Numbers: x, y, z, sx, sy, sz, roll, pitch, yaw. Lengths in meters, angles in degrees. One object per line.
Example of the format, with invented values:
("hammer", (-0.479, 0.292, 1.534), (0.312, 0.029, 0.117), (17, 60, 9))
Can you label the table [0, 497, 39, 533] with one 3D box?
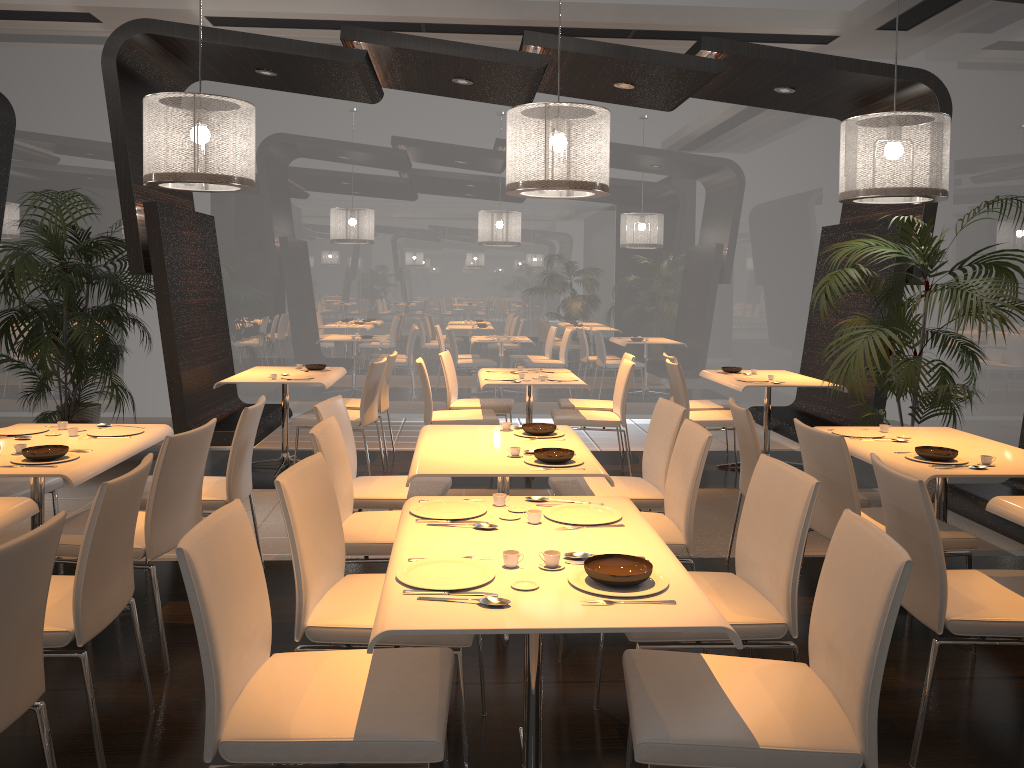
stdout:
("table", (-1.912, 0.795, 2.315), (0.800, 0.723, 1.153), (0, 5, -4))

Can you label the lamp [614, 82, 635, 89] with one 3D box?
("lamp", (0.873, -2.335, 6.880), (0.161, 0.055, 0.162), (0, 6, -9))

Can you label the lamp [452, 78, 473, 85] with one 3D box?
("lamp", (-0.380, -2.343, 6.803), (0.161, 0.055, 0.162), (0, 6, -9))

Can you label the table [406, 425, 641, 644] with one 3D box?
("table", (0.085, 0.636, 3.936), (1.053, 0.723, 1.153), (0, 5, -4))

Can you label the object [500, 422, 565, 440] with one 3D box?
("object", (0.098, 0.217, 4.243), (0.303, 0.044, 0.367), (0, 6, -5))

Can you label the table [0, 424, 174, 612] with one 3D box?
("table", (-2.040, 0.624, 3.802), (0.800, 0.723, 1.153), (0, 5, -4))

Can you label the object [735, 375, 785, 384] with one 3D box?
("object", (1.890, -0.037, 6.709), (0.335, 0.038, 0.379), (0, 7, -10))

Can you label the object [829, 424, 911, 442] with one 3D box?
("object", (1.752, 0.235, 4.299), (0.335, 0.038, 0.379), (0, 7, -10))

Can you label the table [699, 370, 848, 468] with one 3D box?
("table", (2.033, 0.307, 7.048), (0.800, 0.723, 1.153), (0, 5, -4))

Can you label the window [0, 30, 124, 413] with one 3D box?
("window", (-7.064, -1.647, 8.691), (6.578, 3.969, 0.070), (0, 2, -4))

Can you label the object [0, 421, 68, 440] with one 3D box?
("object", (-2.233, 0.210, 4.066), (0.335, 0.038, 0.379), (0, 7, -10))

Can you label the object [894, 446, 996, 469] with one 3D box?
("object", (1.819, 0.301, 3.700), (0.303, 0.044, 0.367), (0, 6, -5))

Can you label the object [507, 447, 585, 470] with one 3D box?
("object", (0.138, 0.291, 3.595), (0.303, 0.044, 0.367), (0, 6, -5))

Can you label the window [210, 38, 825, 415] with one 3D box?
("window", (0.122, -1.603, 9.131), (6.578, 3.969, 0.070), (0, 2, -4))

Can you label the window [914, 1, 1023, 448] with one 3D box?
("window", (4.199, -1.137, 5.505), (0.070, 3.962, 6.615), (1, 5, -4))

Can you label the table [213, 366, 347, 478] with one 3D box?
("table", (-1.752, 0.282, 6.834), (0.800, 0.723, 1.153), (0, 5, -4))

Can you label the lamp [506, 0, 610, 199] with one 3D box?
("lamp", (0.288, -2.116, 5.345), (0.627, 1.924, 0.628), (2, 3, 24))

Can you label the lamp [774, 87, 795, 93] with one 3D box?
("lamp", (2.146, -2.327, 6.958), (0.161, 0.055, 0.162), (0, 6, -9))

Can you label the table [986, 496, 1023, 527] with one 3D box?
("table", (2.081, 0.820, 2.549), (0.800, 0.723, 1.153), (0, 5, -4))

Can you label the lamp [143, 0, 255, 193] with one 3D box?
("lamp", (-1.838, -2.129, 5.215), (0.627, 1.924, 0.628), (2, 3, 24))

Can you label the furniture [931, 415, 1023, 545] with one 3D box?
("furniture", (2.733, -0.032, 3.309), (0.757, 1.668, 2.917), (1, 5, -4))

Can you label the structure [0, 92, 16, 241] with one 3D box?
("structure", (-7.005, -1.713, 6.414), (5.932, 1.723, 1.408), (0, 4, -4))

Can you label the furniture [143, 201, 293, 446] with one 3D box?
("furniture", (-2.184, -0.488, 6.752), (0.757, 1.670, 1.408), (1, 4, -4))

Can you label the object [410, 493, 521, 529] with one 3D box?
("object", (-0.147, 0.388, 2.743), (0.335, 0.038, 0.379), (0, 7, -10))

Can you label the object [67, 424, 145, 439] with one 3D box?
("object", (-1.895, 0.206, 4.139), (0.335, 0.038, 0.379), (-1, 7, -14))

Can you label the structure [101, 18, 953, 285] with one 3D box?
("structure", (0.143, -1.669, 6.851), (5.932, 1.723, 1.408), (0, 4, -4))

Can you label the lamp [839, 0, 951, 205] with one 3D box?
("lamp", (2.381, -2.103, 5.473), (0.627, 1.924, 0.628), (2, 3, 28))

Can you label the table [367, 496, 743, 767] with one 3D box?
("table", (0.059, 0.807, 2.436), (0.800, 0.723, 1.153), (0, 5, -4))

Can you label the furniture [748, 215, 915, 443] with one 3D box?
("furniture", (2.460, -0.460, 7.036), (0.757, 1.670, 1.408), (1, 4, -4))

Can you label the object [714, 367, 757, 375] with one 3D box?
("object", (1.858, -0.111, 7.326), (0.303, 0.044, 0.367), (0, 6, -5))

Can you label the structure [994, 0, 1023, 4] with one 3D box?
("structure", (-1.943, -1.261, 2.979), (10.659, 1.731, 2.916), (0, 5, -4))

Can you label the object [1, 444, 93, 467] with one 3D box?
("object", (-1.875, 0.274, 3.517), (0.303, 0.044, 0.367), (0, 6, -5))

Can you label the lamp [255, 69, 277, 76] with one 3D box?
("lamp", (-1.866, -2.379, 6.711), (0.160, 0.054, 0.161), (1, 6, 2))

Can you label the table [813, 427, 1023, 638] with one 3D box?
("table", (1.955, 0.649, 4.035), (0.800, 0.723, 1.153), (0, 5, -4))

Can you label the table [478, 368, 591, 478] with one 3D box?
("table", (0.135, 0.295, 6.938), (0.800, 0.723, 1.153), (0, 5, -4))
